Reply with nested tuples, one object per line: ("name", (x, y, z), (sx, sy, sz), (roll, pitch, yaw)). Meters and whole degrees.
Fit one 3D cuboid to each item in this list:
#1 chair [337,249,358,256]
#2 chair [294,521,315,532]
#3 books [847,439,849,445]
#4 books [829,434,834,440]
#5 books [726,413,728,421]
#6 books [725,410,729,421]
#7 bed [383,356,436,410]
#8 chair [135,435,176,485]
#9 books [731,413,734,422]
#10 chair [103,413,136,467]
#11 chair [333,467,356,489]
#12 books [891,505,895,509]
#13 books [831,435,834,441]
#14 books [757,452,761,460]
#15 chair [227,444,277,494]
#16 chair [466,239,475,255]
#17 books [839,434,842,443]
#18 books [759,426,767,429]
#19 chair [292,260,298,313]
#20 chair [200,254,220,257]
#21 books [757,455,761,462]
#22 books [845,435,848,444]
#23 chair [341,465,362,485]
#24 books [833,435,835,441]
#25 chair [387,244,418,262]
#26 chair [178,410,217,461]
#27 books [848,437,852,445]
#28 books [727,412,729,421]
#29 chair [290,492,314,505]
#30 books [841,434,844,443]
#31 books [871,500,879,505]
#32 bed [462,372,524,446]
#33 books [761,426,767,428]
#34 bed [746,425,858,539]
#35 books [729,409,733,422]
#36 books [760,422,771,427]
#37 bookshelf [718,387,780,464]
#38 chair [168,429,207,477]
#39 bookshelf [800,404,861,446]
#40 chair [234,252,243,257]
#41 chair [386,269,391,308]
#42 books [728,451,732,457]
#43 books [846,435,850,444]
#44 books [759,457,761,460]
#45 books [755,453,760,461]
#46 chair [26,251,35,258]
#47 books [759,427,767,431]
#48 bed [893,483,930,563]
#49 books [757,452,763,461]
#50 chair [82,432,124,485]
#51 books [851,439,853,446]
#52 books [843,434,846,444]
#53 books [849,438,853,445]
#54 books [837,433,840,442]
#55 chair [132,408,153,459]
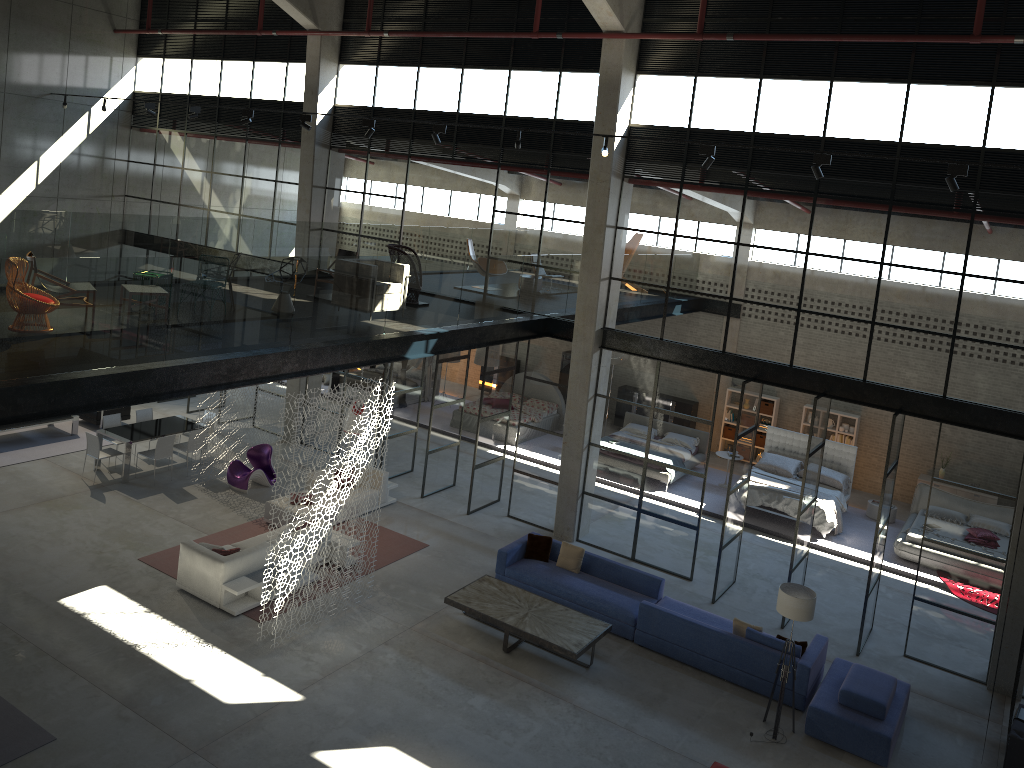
("chair", (-3.000, -1.899, 15.138), (0.526, 0.814, 0.559), (11, 8, 31))
("chair", (-3.219, 2.237, 13.286), (0.272, 0.318, 0.398), (12, 11, 32))
("books", (7.835, 1.388, 20.409), (0.020, 0.278, 0.254), (9, 8, 31))
("books", (7.466, 1.314, 20.559), (0.090, 0.272, 0.187), (10, 8, 31))
("books", (5.385, 0.810, 21.912), (0.018, 0.194, 0.143), (9, 8, 31))
("books", (5.374, 0.774, 21.919), (0.019, 0.258, 0.176), (9, 7, 31))
("bed", (-3.357, -0.701, 23.646), (2.275, 2.052, 2.326), (12, 10, 31))
("chair", (-6.530, 1.318, 16.097), (0.552, 0.860, 0.421), (11, 7, 31))
("books", (5.492, 0.831, 21.854), (0.075, 0.201, 0.160), (10, 8, 31))
("chair", (-7.492, 1.071, 16.697), (0.552, 0.860, 0.421), (11, 7, 31))
("chair", (-3.011, 1.696, 15.809), (0.409, 0.331, 0.261), (2, 9, -25))
("books", (7.845, 2.543, 18.317), (0.231, 0.046, 0.302), (16, 15, 36))
("books", (7.500, 1.326, 20.544), (0.061, 0.262, 0.187), (10, 8, 31))
("books", (6.079, 1.777, 21.556), (0.081, 0.239, 0.157), (10, 8, 31))
("chair", (-4.803, 1.540, 16.282), (0.664, 0.738, 0.801), (12, 10, 31))
("chair", (-0.501, -2.588, 19.061), (0.973, 1.015, 0.807), (2, 9, -30))
("books", (7.683, 1.328, 20.482), (0.059, 0.330, 0.254), (10, 8, 31))
("books", (6.192, 1.053, 21.428), (0.255, 0.025, 0.210), (14, 14, 31))
("chair", (-3.420, -1.496, 13.166), (0.564, 0.791, 0.615), (7, 8, -2))
("chair", (-4.229, -1.349, 12.069), (0.486, 0.797, 0.505), (7, 7, 6))
("books", (6.091, 1.809, 21.513), (0.072, 0.195, 0.216), (10, 9, 31))
("books", (7.781, 1.360, 20.421), (0.020, 0.315, 0.254), (9, 8, 31))
("chair", (-2.923, 1.664, 15.994), (0.379, 0.333, 0.259), (3, 9, -25))
("books", (7.534, 1.329, 20.526), (0.053, 0.273, 0.187), (10, 8, 31))
("chair", (-1.923, -1.953, 15.568), (0.687, 0.974, 0.841), (7, 8, 1))
("chair", (-6.284, 1.019, 17.561), (0.425, 0.860, 0.547), (10, 8, 31))
("books", (7.846, 1.392, 20.380), (0.027, 0.284, 0.254), (9, 8, 31))
("books", (5.415, 0.808, 21.893), (0.031, 0.213, 0.176), (10, 8, 31))
("chair", (-3.547, 1.927, 14.828), (0.414, 0.106, 0.415), (4, 12, -12))
("books", (7.726, 1.335, 20.477), (0.065, 0.330, 0.254), (10, 8, 31))
("books", (7.663, 2.494, 18.490), (0.136, 0.020, 0.194), (14, 14, 30))
("bed", (-0.047, 0.470, 21.951), (2.055, 1.262, 2.356), (13, 12, 31))
("books", (6.196, 1.032, 21.421), (0.252, 0.019, 0.217), (14, 15, 30))
("bed", (5.805, 1.961, 18.097), (2.245, 1.398, 2.332), (13, 12, 30))
("books", (5.452, 0.784, 21.863), (0.049, 0.283, 0.185), (10, 7, 31))
("books", (6.199, 0.997, 21.422), (0.259, 0.046, 0.215), (14, 14, 31))
("bookshelf", (5.830, 1.083, 21.646), (1.255, 1.736, 0.330), (11, 6, 31))
("chair", (-6.159, 1.229, 16.691), (0.552, 0.860, 0.421), (11, 7, 31))
("bookshelf", (7.416, 1.487, 20.666), (1.255, 1.736, 0.330), (11, 6, 31))
("chair", (-4.325, -1.542, 12.854), (0.645, 0.809, 0.590), (3, 8, -24))
("chair", (-2.217, -1.499, 13.739), (0.814, 0.822, 0.988), (12, 11, 31))
("books", (4.889, 1.556, 19.340), (0.229, 0.042, 0.306), (8, 12, 5))
("books", (7.806, 1.362, 20.405), (0.036, 0.328, 0.254), (9, 8, 31))
("books", (6.127, 1.794, 21.507), (0.089, 0.241, 0.216), (10, 9, 31))
("books", (6.052, 1.791, 21.574), (0.077, 0.197, 0.149), (10, 8, 31))
("chair", (-5.566, -1.194, 10.757), (0.779, 0.760, 0.643), (1, 10, -33))
("books", (6.190, 1.075, 21.428), (0.259, 0.070, 0.215), (14, 14, 31))
("bed", (8.631, 2.843, 16.695), (2.270, 0.912, 2.573), (14, 13, 30))
("books", (6.088, 1.783, 21.532), (0.081, 0.239, 0.216), (10, 9, 31))
("chair", (-7.367, 1.280, 15.827), (0.425, 0.860, 0.547), (10, 8, 31))
("books", (7.904, 1.406, 20.347), (0.020, 0.284, 0.254), (9, 8, 31))
("books", (7.744, 1.340, 20.444), (0.056, 0.337, 0.254), (10, 8, 31))
("books", (7.861, 1.406, 20.361), (0.022, 0.271, 0.254), (9, 8, 31))
("books", (7.644, 1.319, 20.506), (0.069, 0.331, 0.254), (10, 8, 31))
("chair", (-7.121, 0.981, 17.291), (0.552, 0.860, 0.421), (11, 7, 31))
